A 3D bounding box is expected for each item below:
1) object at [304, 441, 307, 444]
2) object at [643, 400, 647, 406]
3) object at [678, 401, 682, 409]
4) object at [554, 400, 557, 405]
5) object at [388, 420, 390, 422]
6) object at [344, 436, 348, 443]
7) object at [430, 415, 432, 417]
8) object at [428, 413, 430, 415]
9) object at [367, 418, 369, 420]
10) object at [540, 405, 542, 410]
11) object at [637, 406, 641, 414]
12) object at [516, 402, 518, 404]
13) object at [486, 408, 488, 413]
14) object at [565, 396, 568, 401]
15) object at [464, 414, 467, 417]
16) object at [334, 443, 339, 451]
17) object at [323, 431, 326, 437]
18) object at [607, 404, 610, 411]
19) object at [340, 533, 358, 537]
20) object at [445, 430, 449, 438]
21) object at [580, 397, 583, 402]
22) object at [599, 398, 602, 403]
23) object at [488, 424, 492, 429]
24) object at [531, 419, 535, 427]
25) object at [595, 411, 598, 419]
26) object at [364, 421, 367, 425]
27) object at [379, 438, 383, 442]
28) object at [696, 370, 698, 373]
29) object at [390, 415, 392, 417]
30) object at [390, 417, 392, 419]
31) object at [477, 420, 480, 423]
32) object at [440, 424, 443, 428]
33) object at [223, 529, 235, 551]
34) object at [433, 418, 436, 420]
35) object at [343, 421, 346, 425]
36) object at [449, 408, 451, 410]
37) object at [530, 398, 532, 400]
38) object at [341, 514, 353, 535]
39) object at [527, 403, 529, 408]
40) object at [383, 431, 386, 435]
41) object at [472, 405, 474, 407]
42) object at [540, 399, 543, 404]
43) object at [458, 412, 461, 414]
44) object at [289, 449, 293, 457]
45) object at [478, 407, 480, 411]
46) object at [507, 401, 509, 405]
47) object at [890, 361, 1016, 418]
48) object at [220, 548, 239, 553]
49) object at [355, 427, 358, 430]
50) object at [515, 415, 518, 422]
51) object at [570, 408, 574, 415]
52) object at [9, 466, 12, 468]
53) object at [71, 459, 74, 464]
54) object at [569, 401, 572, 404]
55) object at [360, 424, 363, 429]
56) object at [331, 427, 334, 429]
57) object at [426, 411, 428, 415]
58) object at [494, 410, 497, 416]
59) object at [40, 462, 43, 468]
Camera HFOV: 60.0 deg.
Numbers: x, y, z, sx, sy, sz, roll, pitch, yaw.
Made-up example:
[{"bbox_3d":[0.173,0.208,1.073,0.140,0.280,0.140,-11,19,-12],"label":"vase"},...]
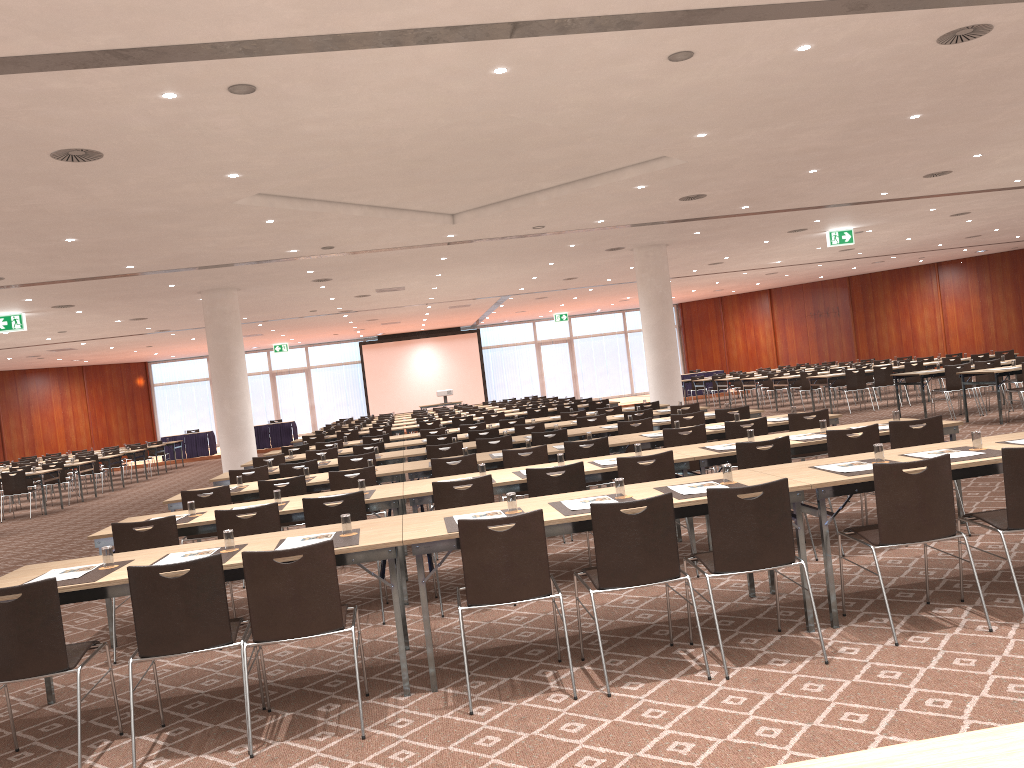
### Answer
[{"bbox_3d":[-3.447,1.013,14.813,0.054,0.114,0.054,-7,1,-18],"label":"object"},{"bbox_3d":[2.326,0.331,15.522,0.054,0.114,0.054,-7,1,-18],"label":"object"},{"bbox_3d":[2.567,0.319,13.526,0.054,0.114,0.054,-6,1,27],"label":"object"},{"bbox_3d":[1.020,0.439,20.902,0.054,0.114,0.054,-6,1,27],"label":"object"},{"bbox_3d":[-2.832,0.894,20.437,0.054,0.114,0.054,-8,1,-41],"label":"object"},{"bbox_3d":[-2.795,0.936,14.897,0.054,0.114,0.054,-7,1,4],"label":"object"},{"bbox_3d":[-1.871,0.780,20.554,0.054,0.114,0.054,-8,1,-41],"label":"object"},{"bbox_3d":[-2.106,0.791,22.530,0.054,0.114,0.054,-6,1,27],"label":"object"},{"bbox_3d":[-3.939,0.991,24.323,0.054,0.114,0.054,-6,1,27],"label":"object"},{"bbox_3d":[0.620,0.503,18.839,0.054,0.114,0.054,-6,1,27],"label":"object"},{"bbox_3d":[1.921,0.395,13.447,0.054,0.114,0.054,-8,1,-41],"label":"object"},{"bbox_3d":[0.138,0.526,22.812,0.054,0.114,0.054,-6,1,27],"label":"object"},{"bbox_3d":[-0.584,0.628,20.704,0.054,0.114,0.054,-8,1,-41],"label":"object"},{"bbox_3d":[1.406,0.376,22.956,0.054,0.114,0.054,-8,1,-41],"label":"object"},{"bbox_3d":[-0.977,0.692,18.644,0.054,0.114,0.054,-8,1,-41],"label":"object"},{"bbox_3d":[-2.559,0.925,12.916,0.054,0.114,0.054,-7,1,4],"label":"object"},{"bbox_3d":[-3.867,1.033,18.303,0.054,0.114,0.054,-8,1,-41],"label":"object"},{"bbox_3d":[1.680,0.407,15.448,0.054,0.114,0.054,-6,1,27],"label":"object"},{"bbox_3d":[-0.929,0.857,5.045,0.102,0.001,0.102,-7,1,-41],"label":"object"},{"bbox_3d":[-0.956,0.735,13.112,0.054,0.114,0.054,-6,1,27],"label":"object"},{"bbox_3d":[1.646,0.365,20.973,0.054,0.114,0.054,-8,1,-41],"label":"object"},{"bbox_3d":[1.903,0.351,18.985,0.054,0.114,0.054,-8,1,-41],"label":"object"},{"bbox_3d":[-0.319,0.660,13.184,0.054,0.114,0.054,-6,1,27],"label":"object"},{"bbox_3d":[0.322,0.584,13.258,0.054,0.114,0.054,-6,1,27],"label":"object"},{"bbox_3d":[1.277,0.471,13.375,0.054,0.114,0.054,-8,1,-41],"label":"object"},{"bbox_3d":[-3.700,0.980,22.352,0.054,0.114,0.054,-6,1,27],"label":"object"},{"bbox_3d":[-1.911,0.848,12.983,0.054,0.114,0.054,-7,1,4],"label":"object"},{"bbox_3d":[6.892,-0.479,33.046,0.054,0.114,0.054,-7,1,4],"label":"object"},{"bbox_3d":[-3.314,0.917,24.414,0.054,0.114,0.054,-6,1,27],"label":"object"},{"bbox_3d":[-3.058,0.904,22.420,0.054,0.114,0.054,-6,1,27],"label":"object"},{"bbox_3d":[-0.570,0.673,15.166,0.054,0.114,0.054,-7,1,-18],"label":"object"},{"bbox_3d":[-1.200,0.747,15.094,0.054,0.114,0.054,-7,1,-18],"label":"object"},{"bbox_3d":[-1.588,0.877,4.979,0.054,0.114,0.054,-6,1,27],"label":"object"},{"bbox_3d":[-1.621,0.768,18.556,0.054,0.114,0.054,-8,1,-41],"label":"object"},{"bbox_3d":[-4.579,1.067,24.246,0.054,0.114,0.054,-8,1,-41],"label":"object"},{"bbox_3d":[-1.719,0.729,24.600,0.054,0.114,0.054,-6,1,27],"label":"object"},{"bbox_3d":[0.532,0.463,24.862,0.054,0.114,0.054,-6,1,27],"label":"object"},{"bbox_3d":[-0.944,0.801,5.057,0.054,0.114,0.054,-8,1,-41],"label":"object"},{"bbox_3d":[0.373,0.515,20.813,0.054,0.114,0.054,-6,1,27],"label":"object"},{"bbox_3d":[-2.152,0.860,14.983,0.054,0.114,0.054,-6,1,27],"label":"object"},{"bbox_3d":[-1.070,0.652,24.675,0.054,0.114,0.054,-6,1,27],"label":"object"},{"bbox_3d":[0.764,0.452,22.889,0.054,0.114,0.054,-6,1,27],"label":"object"},{"bbox_3d":[-1.217,0.703,20.624,0.054,0.114,0.054,-8,1,-41],"label":"object"},{"bbox_3d":[-3.203,1.001,12.842,0.054,0.114,0.054,-6,1,27],"label":"object"},{"bbox_3d":[-0.834,0.641,22.691,0.054,0.114,0.054,-6,1,27],"label":"object"},{"bbox_3d":[-0.103,0.538,24.792,0.054,0.114,0.054,-6,1,27],"label":"object"},{"bbox_3d":[8.307,0.104,16.288,2.267,0.833,0.953,-7,1,-7],"label":"object"},{"bbox_3d":[-1.585,0.934,4.974,0.102,0.001,0.102,-7,1,-41],"label":"object"},{"bbox_3d":[-3.223,0.957,18.379,0.054,0.114,0.054,-6,1,27],"label":"object"},{"bbox_3d":[0.078,0.596,15.241,0.054,0.114,0.054,-7,1,-18],"label":"object"},{"bbox_3d":[1.034,0.483,15.361,0.054,0.114,0.054,-7,1,4],"label":"object"},{"bbox_3d":[-10.996,1.858,19.454,0.054,0.114,0.054,-8,1,-41],"label":"object"},{"bbox_3d":[-9.711,1.707,19.593,0.054,0.114,0.054,-8,1,-41],"label":"object"},{"bbox_3d":[1.249,0.429,18.911,0.054,0.114,0.054,-6,1,27],"label":"object"},{"bbox_3d":[-3.457,0.968,20.352,0.054,0.114,0.054,-8,1,-41],"label":"object"},{"bbox_3d":[-4.103,1.044,20.286,0.054,0.114,0.054,-8,1,-41],"label":"object"},{"bbox_3d":[-2.346,0.803,24.521,0.054,0.114,0.054,-6,1,27],"label":"object"},{"bbox_3d":[-0.344,0.617,18.717,0.054,0.114,0.054,-8,1,-41],"label":"object"},{"bbox_3d":[-10.357,1.783,19.530,0.054,0.114,0.054,-8,1,-41],"label":"object"}]
